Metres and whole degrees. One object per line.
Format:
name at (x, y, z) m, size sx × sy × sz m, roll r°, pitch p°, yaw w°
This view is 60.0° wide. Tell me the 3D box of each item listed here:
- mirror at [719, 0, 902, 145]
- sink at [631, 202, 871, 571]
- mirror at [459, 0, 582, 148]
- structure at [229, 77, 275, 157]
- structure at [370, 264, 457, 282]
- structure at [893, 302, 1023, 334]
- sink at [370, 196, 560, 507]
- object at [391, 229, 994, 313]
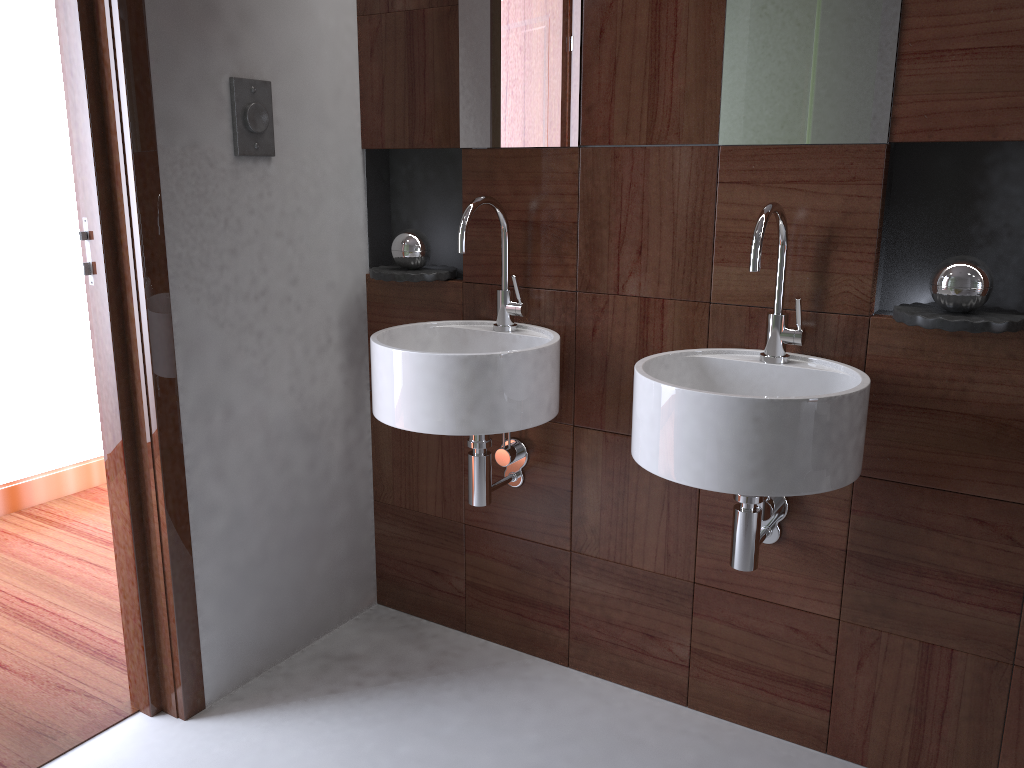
mirror at (0.550, -0.766, 1.619) m, size 0.316 × 0.635 × 0.010 m, roll 9°, pitch 16°, yaw 31°
sink at (0.433, 0.031, 1.635) m, size 0.415 × 0.715 × 0.417 m, roll 9°, pitch 16°, yaw 31°
mirror at (0.014, -0.848, 1.947) m, size 0.316 × 0.635 × 0.010 m, roll 9°, pitch 16°, yaw 31°
structure at (-0.568, -0.585, 1.952) m, size 0.028 × 0.164 × 0.109 m, roll 9°, pitch 16°, yaw 31°
structure at (-0.250, -0.283, 2.256) m, size 0.222 × 0.023 × 0.220 m, roll -2°, pitch 14°, yaw -8°
structure at (0.810, -0.122, 1.607) m, size 0.220 × 0.023 × 0.222 m, roll 6°, pitch 15°, yaw 22°
sink at (-0.101, -0.050, 1.962) m, size 0.415 × 0.715 × 0.417 m, roll 9°, pitch 16°, yaw 31°
object at (0.275, -0.258, 1.907) m, size 1.350 × 0.104 × 0.104 m, roll 9°, pitch 16°, yaw 31°
